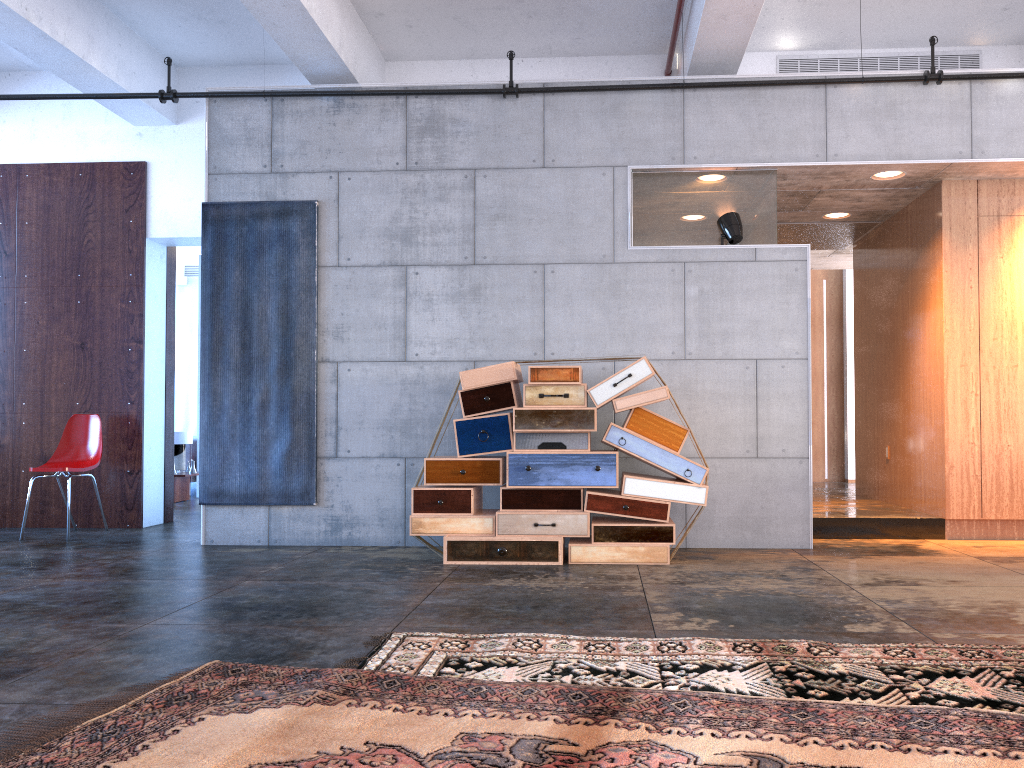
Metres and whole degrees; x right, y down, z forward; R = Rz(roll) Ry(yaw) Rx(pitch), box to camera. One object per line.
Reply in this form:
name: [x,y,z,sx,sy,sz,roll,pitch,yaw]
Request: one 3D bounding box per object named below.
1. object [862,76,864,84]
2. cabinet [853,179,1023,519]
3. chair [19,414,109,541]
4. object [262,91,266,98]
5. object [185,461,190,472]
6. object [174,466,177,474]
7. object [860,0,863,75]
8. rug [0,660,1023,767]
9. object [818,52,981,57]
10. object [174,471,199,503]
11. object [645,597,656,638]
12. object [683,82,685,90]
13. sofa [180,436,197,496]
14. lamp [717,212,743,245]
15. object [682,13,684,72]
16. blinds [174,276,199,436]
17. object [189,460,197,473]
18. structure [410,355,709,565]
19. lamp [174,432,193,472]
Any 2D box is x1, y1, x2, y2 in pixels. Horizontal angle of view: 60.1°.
object: [8.137,0.001,6.791,0.053,0.051,0.063,0,-2,-3]
cabinet: [7.400,-0.232,7.598,8.084,2.561,2.387,0,-2,4]
chair: [-3.532,0.732,7.077,0.426,0.987,0.658,0,-2,5]
object: [8.126,0.028,6.863,0.054,0.052,0.060,2,-3,-37]
object: [-3.832,0.981,10.499,0.093,0.129,0.092,0,-2,-7]
object: [-3.823,0.920,9.990,0.094,0.202,0.090,1,-2,-37]
object: [8.013,0.002,6.843,0.049,0.059,0.060,-2,-3,39]
rug: [0.194,0.933,1.975,3.490,0.048,1.895,-1,-3,13]
object: [5.160,-1.292,7.086,5.933,2.866,0.058,0,-2,5]
object: [1.958,0.667,8.733,13.052,1.214,0.959,-1,-2,14]
object: [4.985,1.281,5.806,27.126,0.001,19.815,0,-3,4]
object: [8.080,0.063,6.853,0.064,0.053,0.050,2,-3,-42]
sofa: [-4.333,1.071,11.878,1.063,0.731,2.111,0,-3,5]
lamp: [1.572,-1.104,6.373,0.173,0.258,0.210,0,-2,-14]
object: [8.070,0.017,6.879,0.064,0.053,0.050,2,-3,-37]
blinds: [-4.204,-0.235,16.003,5.486,3.943,0.450,0,-2,3]
object: [-3.695,0.955,10.254,0.094,0.159,0.090,2,-3,-44]
structure: [0.311,0.487,5.788,1.908,1.314,0.640,0,-2,4]
lamp: [-3.970,0.808,10.548,0.304,0.479,0.307,0,-2,7]
